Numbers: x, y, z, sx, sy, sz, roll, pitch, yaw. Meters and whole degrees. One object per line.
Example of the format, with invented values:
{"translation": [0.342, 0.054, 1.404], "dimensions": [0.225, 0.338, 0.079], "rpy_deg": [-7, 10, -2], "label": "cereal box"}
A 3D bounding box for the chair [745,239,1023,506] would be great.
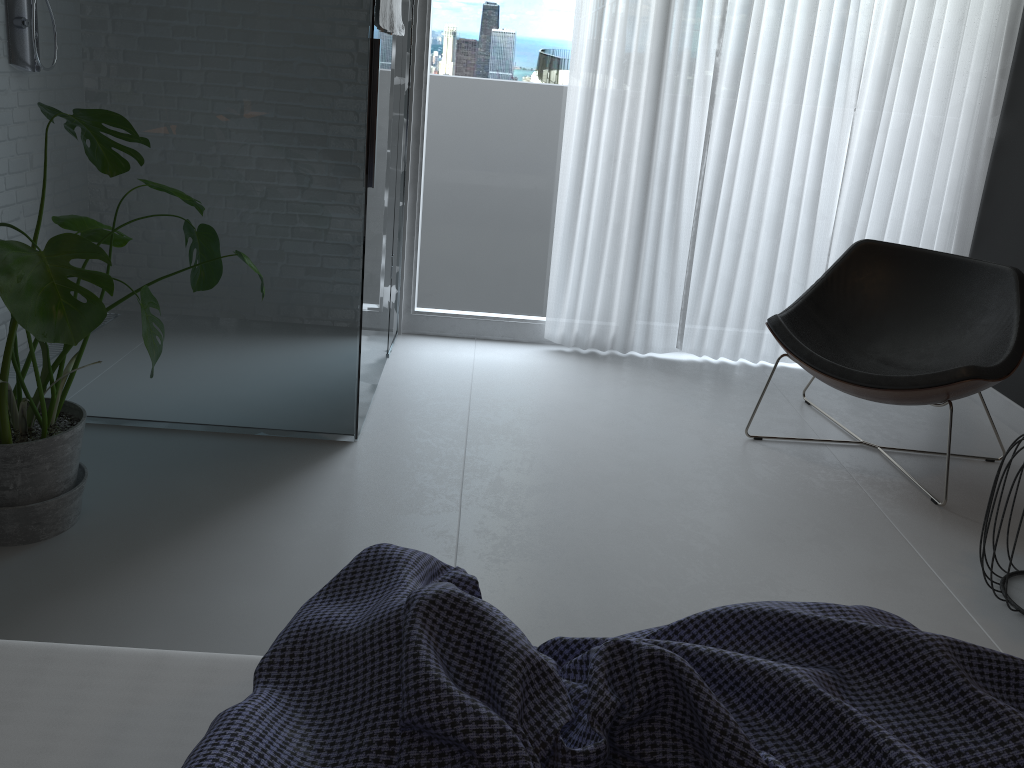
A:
{"translation": [1.340, -0.100, 3.125], "dimensions": [0.800, 0.676, 0.822], "rpy_deg": [20, 23, 38], "label": "chair"}

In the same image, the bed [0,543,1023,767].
{"translation": [-0.484, 0.052, 0.344], "dimensions": [2.607, 1.997, 2.621], "rpy_deg": [4, 18, -2], "label": "bed"}

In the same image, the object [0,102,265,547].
{"translation": [-1.129, -0.153, 2.182], "dimensions": [0.854, 1.025, 1.010], "rpy_deg": [10, 18, 15], "label": "object"}

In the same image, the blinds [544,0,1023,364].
{"translation": [1.170, -1.371, 3.679], "dimensions": [1.852, 2.637, 0.140], "rpy_deg": [4, 16, -2], "label": "blinds"}

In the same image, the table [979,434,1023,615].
{"translation": [1.449, 0.371, 2.222], "dimensions": [0.451, 0.426, 0.461], "rpy_deg": [-3, 20, -23], "label": "table"}
